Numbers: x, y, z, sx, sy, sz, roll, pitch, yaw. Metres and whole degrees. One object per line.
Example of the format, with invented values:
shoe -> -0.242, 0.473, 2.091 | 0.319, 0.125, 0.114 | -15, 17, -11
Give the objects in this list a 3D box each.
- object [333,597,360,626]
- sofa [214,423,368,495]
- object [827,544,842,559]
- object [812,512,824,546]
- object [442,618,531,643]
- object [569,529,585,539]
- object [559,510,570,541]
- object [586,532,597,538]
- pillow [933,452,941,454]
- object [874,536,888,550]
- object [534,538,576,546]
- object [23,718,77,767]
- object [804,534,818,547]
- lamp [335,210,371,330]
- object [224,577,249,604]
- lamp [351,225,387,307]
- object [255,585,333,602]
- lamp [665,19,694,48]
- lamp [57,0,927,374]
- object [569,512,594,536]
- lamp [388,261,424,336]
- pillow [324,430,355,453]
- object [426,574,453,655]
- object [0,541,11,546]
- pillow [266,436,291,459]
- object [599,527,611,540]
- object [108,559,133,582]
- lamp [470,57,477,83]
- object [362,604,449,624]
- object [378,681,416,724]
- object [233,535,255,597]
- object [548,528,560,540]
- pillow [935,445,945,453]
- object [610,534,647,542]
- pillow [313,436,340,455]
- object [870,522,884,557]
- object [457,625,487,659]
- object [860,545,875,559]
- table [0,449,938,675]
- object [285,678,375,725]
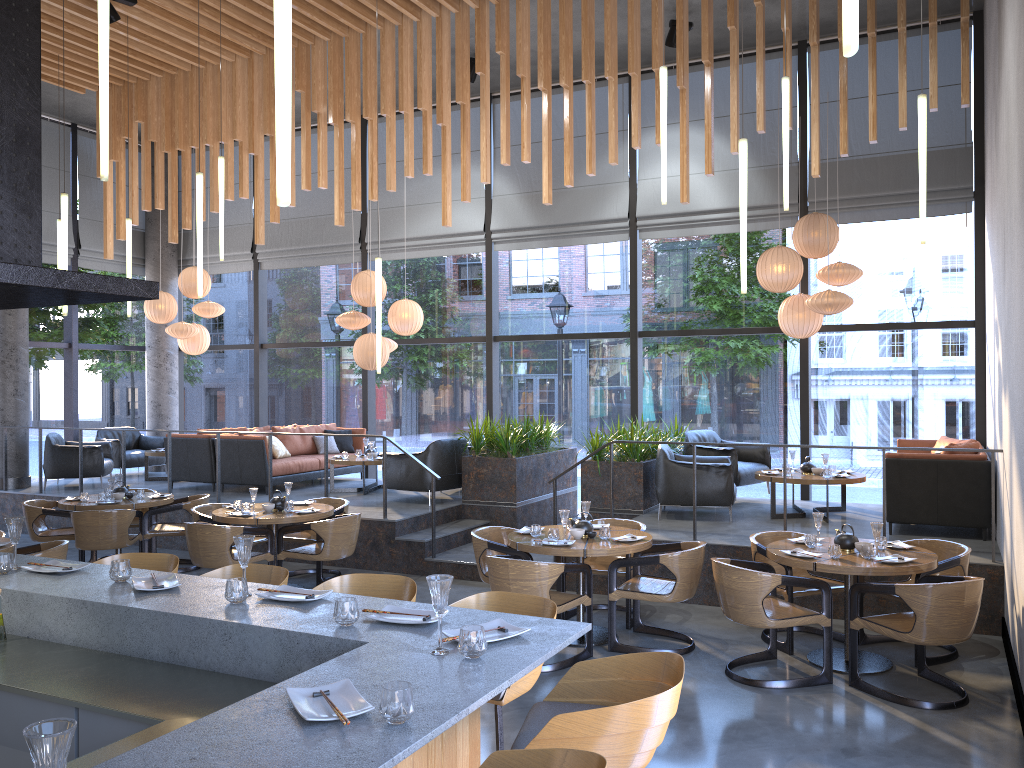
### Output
object -> -0.557, 0.766, 2.979 | 0.086, 0.086, 0.086 | 0, 0, -43
sofa -> -2.968, 0.988, 12.191 | 0.864, 0.811, 2.226 | 0, 0, 26
object -> 2.114, 1.100, 5.814 | 0.086, 0.086, 0.086 | 0, 0, -2
object -> 2.174, 1.030, 6.293 | 0.082, 0.227, 0.082 | 0, 0, -2
object -> -0.104, 0.794, 2.810 | 0.294, 0.025, 0.170 | 0, 0, -38
object -> 0.487, 1.121, 6.626 | 0.116, 0.065, 0.116 | 0, 0, 5
object -> 0.386, 1.040, 6.506 | 0.082, 0.227, 0.082 | 0, 0, -4
object -> 0.597, 1.132, 6.634 | 0.080, 0.042, 0.080 | 0, 0, -10
pillow -> 3.706, 0.790, 8.035 | 0.418, 0.345, 0.242 | 0, 0, -23
object -> 2.543, 1.098, 6.113 | 0.086, 0.086, 0.086 | 0, 0, 20
object -> 0.294, 1.142, 6.388 | 0.294, 0.025, 0.170 | 0, 0, 23
object -> -0.784, 0.695, 1.508 | 0.082, 0.227, 0.082 | 0, 0, -2
object -> 2.098, 1.101, 6.220 | 0.086, 0.086, 0.086 | 0, 0, -41
lamp -> -2.099, -1.845, 11.703 | 0.467, 2.271, 0.467 | 0, 0, -11
object -> -1.023, 0.769, 3.295 | 0.086, 0.086, 0.086 | 0, 0, 26
lamp -> -1.881, -2.194, 11.609 | 0.465, 2.374, 0.465 | 0, 0, -41
object -> -0.848, 0.799, 3.371 | 0.294, 0.025, 0.170 | 0, 0, 24
lamp -> 1.790, -3.809, 9.623 | 0.273, 0.367, 0.300 | 0, 0, -18
lamp -> -2.921, -5.175, 4.294 | 8.975, 10.231, 8.774 | 0, 0, 24
object -> 0.540, 1.064, 6.765 | 0.163, 0.179, 0.168 | 0, 0, -26
lamp -> -1.810, -2.197, 8.411 | 0.468, 3.124, 6.999 | 0, 0, 7
pillow -> -2.508, 0.831, 12.843 | 0.418, 0.345, 0.242 | 0, 0, -23
object -> -0.216, 0.693, 2.667 | 0.082, 0.227, 0.082 | 0, 0, -2
object -> -3.767, 1.165, 6.373 | 0.170, 0.025, 0.294 | 0, 0, 7
pillow -> -3.159, 0.839, 11.851 | 0.289, 0.311, 0.393 | 0, 0, 7
object -> 0.688, 1.109, 6.580 | 0.086, 0.086, 0.086 | 0, 0, 29
object -> -1.619, 0.773, 3.667 | 0.086, 0.086, 0.086 | 0, 0, 1
lamp -> -0.470, -3.795, 10.709 | 0.300, 0.367, 0.273 | 0, 0, 45
object -> -0.382, 0.796, 3.048 | 0.294, 0.025, 0.170 | 0, 0, 19
object -> -0.274, 0.764, 2.120 | 0.086, 0.086, 0.086 | 0, 0, 2
object -> -1.028, 0.699, 3.405 | 0.082, 0.227, 0.082 | 0, 0, -29
object -> 0.308, 1.111, 6.540 | 0.086, 0.086, 0.086 | 0, 0, -39
pillow -> 4.357, 0.793, 9.027 | 0.289, 0.311, 0.393 | 0, 0, 7
object -> 0.838, 1.139, 6.517 | 0.294, 0.025, 0.170 | 0, 0, -44
pillow -> -2.641, 0.864, 12.593 | 0.332, 0.263, 0.203 | 0, 0, -44
object -> 2.402, 1.028, 5.837 | 0.082, 0.227, 0.082 | 0, 0, -42
object -> -0.117, 0.763, 2.620 | 0.086, 0.086, 0.086 | 0, 0, -36
object -> 2.325, 1.099, 5.800 | 0.086, 0.086, 0.086 | 0, 0, 2
table -> -1.865, 1.439, 8.411 | 10.659, 0.968, 6.876 | 0, 0, 27
object -> -0.447, 0.796, 2.195 | 0.170, 0.025, 0.294 | 0, 0, -26
